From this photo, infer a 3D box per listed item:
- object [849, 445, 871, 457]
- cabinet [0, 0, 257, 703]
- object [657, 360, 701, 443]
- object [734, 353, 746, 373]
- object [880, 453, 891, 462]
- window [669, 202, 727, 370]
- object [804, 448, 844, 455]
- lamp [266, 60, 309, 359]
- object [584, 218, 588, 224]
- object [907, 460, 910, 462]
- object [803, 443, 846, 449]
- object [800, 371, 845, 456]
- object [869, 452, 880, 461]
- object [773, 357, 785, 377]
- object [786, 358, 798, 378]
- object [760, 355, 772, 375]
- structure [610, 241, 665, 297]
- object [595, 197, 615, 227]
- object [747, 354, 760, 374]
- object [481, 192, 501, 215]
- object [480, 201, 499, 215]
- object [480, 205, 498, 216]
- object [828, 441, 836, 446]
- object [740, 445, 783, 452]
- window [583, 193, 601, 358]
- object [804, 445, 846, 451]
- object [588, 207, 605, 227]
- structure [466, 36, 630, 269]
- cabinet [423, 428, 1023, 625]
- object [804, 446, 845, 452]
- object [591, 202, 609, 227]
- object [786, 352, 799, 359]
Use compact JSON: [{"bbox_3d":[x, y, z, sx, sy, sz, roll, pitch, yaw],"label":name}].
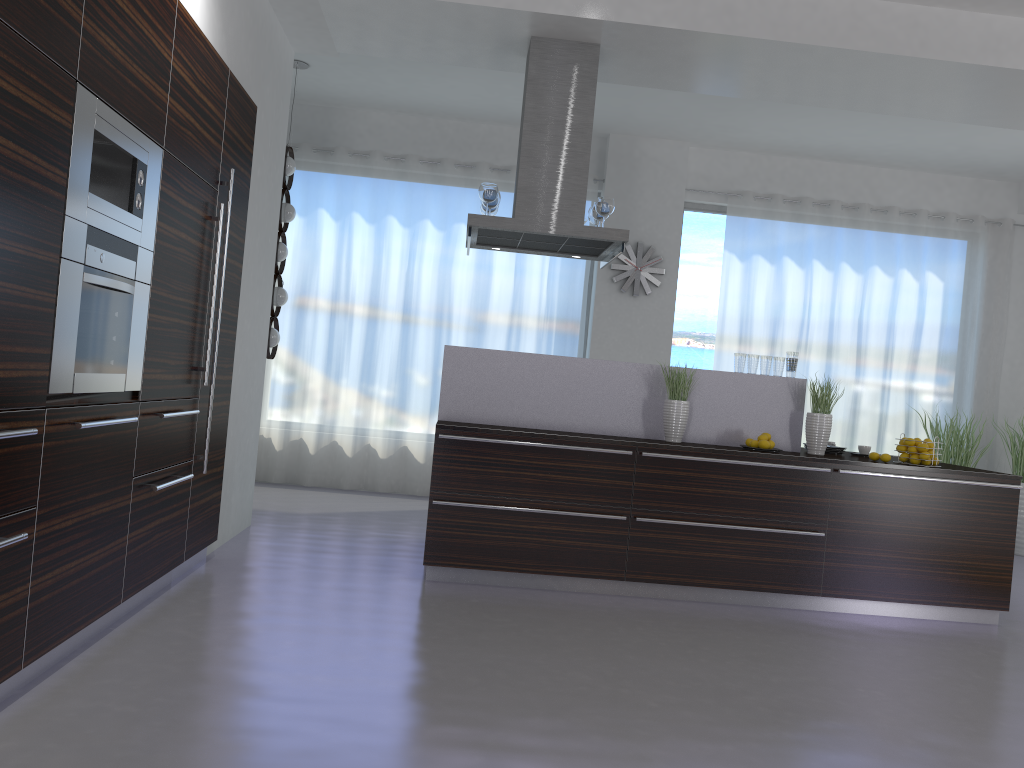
[{"bbox_3d":[2.243,0.429,5.647,0.153,0.069,0.153,5,0,-30],"label":"object"},{"bbox_3d":[-1.690,-0.304,3.074,0.669,2.500,3.600,5,0,-4],"label":"cabinet"},{"bbox_3d":[0.962,0.090,5.173,0.269,0.502,0.247,5,0,-3],"label":"object"},{"bbox_3d":[1.385,-0.126,5.398,0.072,0.119,0.071,5,0,-44],"label":"object"},{"bbox_3d":[2.152,0.426,5.109,0.063,0.051,0.053,5,0,0],"label":"object"},{"bbox_3d":[2.962,-0.367,8.622,3.000,2.500,0.100,5,0,-4],"label":"window"},{"bbox_3d":[1.979,0.428,5.620,0.232,0.020,0.232,5,0,5],"label":"object"},{"bbox_3d":[-1.824,-1.378,7.084,0.180,2.370,0.367,5,0,-10],"label":"lamp"},{"bbox_3d":[0.443,-1.043,6.081,0.137,0.174,0.137,5,0,-39],"label":"object"},{"bbox_3d":[2.308,0.435,5.199,0.061,0.053,0.053,5,0,39],"label":"object"},{"bbox_3d":[1.813,0.319,5.688,0.646,0.147,0.269,5,0,21],"label":"object"},{"bbox_3d":[1.845,0.171,5.253,0.247,0.502,0.269,5,0,39],"label":"object"},{"bbox_3d":[2.107,0.422,5.155,0.053,0.051,0.063,5,0,-35],"label":"object"},{"bbox_3d":[1.626,-0.104,5.413,0.072,0.119,0.071,5,0,36],"label":"object"},{"bbox_3d":[1.706,-0.097,5.418,0.072,0.119,0.071,5,0,36],"label":"object"},{"bbox_3d":[1.546,-0.111,5.408,0.072,0.119,0.071,5,0,36],"label":"object"},{"bbox_3d":[1.161,-1.058,8.169,0.505,0.505,0.076,5,0,-4],"label":"structure"},{"bbox_3d":[0.577,-1.055,5.562,0.125,0.221,0.125,5,0,21],"label":"object"},{"bbox_3d":[1.466,-0.119,5.403,0.072,0.119,0.071,5,0,36],"label":"object"},{"bbox_3d":[-0.140,-1.121,5.652,0.125,0.221,0.125,5,0,21],"label":"object"},{"bbox_3d":[-0.151,-1.121,5.809,0.125,0.221,0.125,5,0,21],"label":"object"},{"bbox_3d":[-0.160,-1.122,5.956,0.125,0.221,0.125,5,0,21],"label":"object"},{"bbox_3d":[2.097,0.416,5.877,0.153,0.069,0.153,5,0,30],"label":"object"},{"bbox_3d":[1.443,0.376,5.141,0.232,0.020,0.232,5,0,5],"label":"object"},{"bbox_3d":[-0.765,-0.711,8.390,3.000,2.500,0.100,5,0,-4],"label":"window"},{"bbox_3d":[1.980,0.409,5.620,0.232,0.020,0.232,5,0,0],"label":"object"},{"bbox_3d":[0.557,-1.056,5.866,0.125,0.221,0.125,5,0,21],"label":"object"},{"bbox_3d":[0.241,-1.462,5.794,0.981,1.231,0.915,5,0,-4],"label":"structure"},{"bbox_3d":[1.145,0.789,5.503,3.285,0.852,1.377,5,0,-4],"label":"cabinet"},{"bbox_3d":[1.979,0.418,5.620,0.232,0.020,0.232,5,0,5],"label":"object"},{"bbox_3d":[0.566,-1.055,5.719,0.125,0.221,0.125,5,0,21],"label":"object"},{"bbox_3d":[1.710,-0.135,5.419,0.072,0.119,0.071,5,0,36],"label":"object"}]
